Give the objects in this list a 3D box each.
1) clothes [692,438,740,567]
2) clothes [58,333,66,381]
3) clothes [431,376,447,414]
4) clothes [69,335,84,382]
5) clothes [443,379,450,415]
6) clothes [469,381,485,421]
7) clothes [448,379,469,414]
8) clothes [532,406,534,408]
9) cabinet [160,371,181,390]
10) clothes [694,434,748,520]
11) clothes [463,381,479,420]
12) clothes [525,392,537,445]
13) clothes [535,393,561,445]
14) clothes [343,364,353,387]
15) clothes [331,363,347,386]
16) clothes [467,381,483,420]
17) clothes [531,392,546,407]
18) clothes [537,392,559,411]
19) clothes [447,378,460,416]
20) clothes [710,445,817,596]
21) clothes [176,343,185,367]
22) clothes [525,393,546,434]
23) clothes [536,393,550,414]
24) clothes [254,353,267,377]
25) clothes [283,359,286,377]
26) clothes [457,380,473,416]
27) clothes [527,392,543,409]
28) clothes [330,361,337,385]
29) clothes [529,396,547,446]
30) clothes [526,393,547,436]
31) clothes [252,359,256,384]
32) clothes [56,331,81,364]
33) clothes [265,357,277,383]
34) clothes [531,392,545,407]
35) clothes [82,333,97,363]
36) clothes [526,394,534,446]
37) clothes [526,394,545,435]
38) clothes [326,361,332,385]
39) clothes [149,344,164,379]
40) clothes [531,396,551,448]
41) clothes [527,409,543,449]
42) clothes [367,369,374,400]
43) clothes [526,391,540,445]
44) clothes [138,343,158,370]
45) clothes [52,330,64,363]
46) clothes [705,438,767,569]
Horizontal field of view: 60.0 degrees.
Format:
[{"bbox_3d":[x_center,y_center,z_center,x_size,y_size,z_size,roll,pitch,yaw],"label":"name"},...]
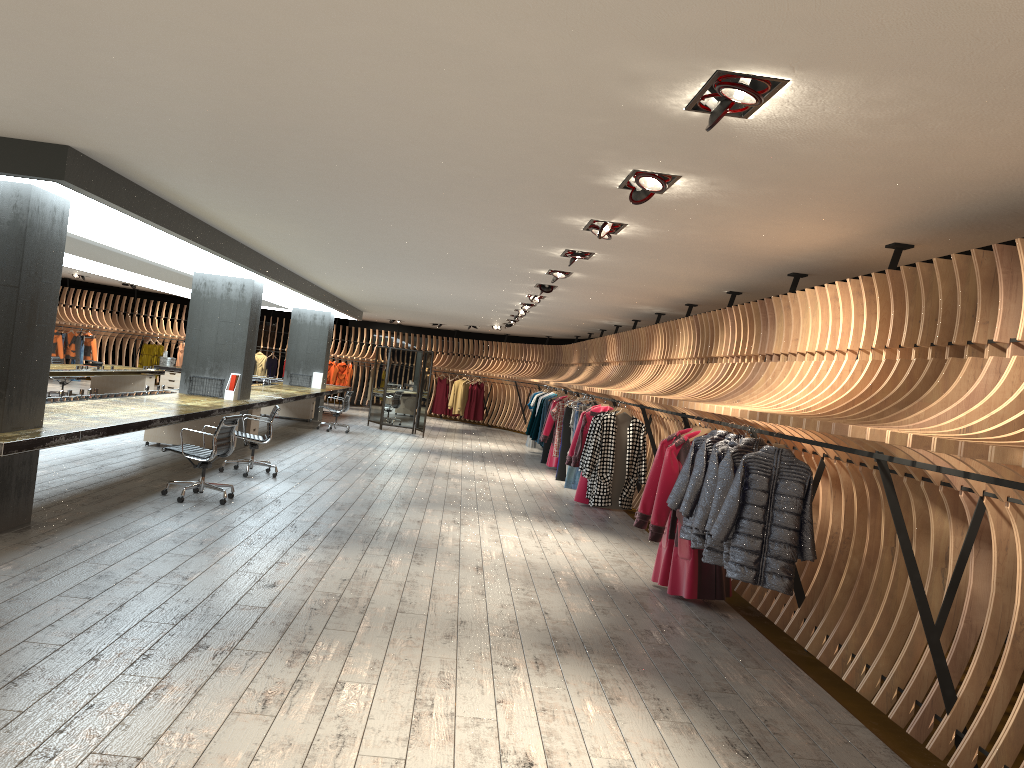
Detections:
[{"bbox_3d":[1.502,0.790,5.820,0.585,0.854,0.211,7,0,24],"label":"clothes"},{"bbox_3d":[-12.029,-0.655,23.522,0.200,1.422,0.309,7,0,-11],"label":"clothes"},{"bbox_3d":[-2.134,0.342,26.573,0.443,1.129,0.127,7,0,-6],"label":"clothes"},{"bbox_3d":[-11.804,-0.634,24.072,0.308,1.422,0.200,7,0,-31],"label":"clothes"},{"bbox_3d":[-1.945,0.366,26.413,0.126,1.129,0.444,7,0,-11],"label":"clothes"},{"bbox_3d":[-0.960,0.495,25.508,0.443,1.129,0.127,7,0,-31],"label":"clothes"},{"bbox_3d":[-1.446,0.390,25.992,0.777,1.053,0.151,7,0,-3],"label":"clothes"},{"bbox_3d":[0.763,0.669,19.509,0.742,0.950,0.168,7,0,-19],"label":"clothes"},{"bbox_3d":[-8.614,0.008,22.872,0.593,0.630,1.132,7,0,-3],"label":"cabinet"},{"bbox_3d":[1.503,0.763,5.996,0.511,0.854,0.227,7,0,17],"label":"clothes"},{"bbox_3d":[-1.133,0.472,25.703,0.443,1.129,0.127,7,0,-31],"label":"clothes"},{"bbox_3d":[0.671,0.898,20.785,0.677,1.434,0.203,7,0,11],"label":"clothes"},{"bbox_3d":[0.880,0.728,17.787,0.714,1.088,0.257,7,0,-7],"label":"clothes"},{"bbox_3d":[-5.120,-0.211,27.685,0.200,0.881,0.840,7,0,-23],"label":"clothes"},{"bbox_3d":[-5.362,-0.241,27.723,0.201,0.881,0.838,7,0,27],"label":"clothes"},{"bbox_3d":[-1.013,0.488,25.585,0.443,1.129,0.127,7,0,-6],"label":"clothes"},{"bbox_3d":[0.760,0.655,19.322,0.734,0.937,0.164,7,0,1],"label":"clothes"},{"bbox_3d":[0.805,0.724,18.349,0.733,1.106,0.165,7,0,-3],"label":"clothes"},{"bbox_3d":[-1.683,0.401,26.196,0.443,1.129,0.127,7,0,-41],"label":"clothes"},{"bbox_3d":[1.521,0.798,5.364,0.683,0.854,0.181,7,0,40],"label":"clothes"},{"bbox_3d":[-9.857,-0.660,26.414,0.447,1.156,0.125,7,0,32],"label":"clothes"},{"bbox_3d":[0.789,0.735,19.166,0.913,1.081,0.238,7,0,-3],"label":"clothes"},{"bbox_3d":[0.852,0.728,18.542,0.733,1.106,0.165,7,0,2],"label":"clothes"},{"bbox_3d":[-7.858,-0.527,27.442,0.705,0.890,0.250,7,0,18],"label":"clothes"},{"bbox_3d":[-7.022,-0.092,27.660,0.552,1.338,0.093,7,0,42],"label":"clothes"},{"bbox_3d":[-1.284,0.411,25.844,0.152,1.053,0.776,7,0,37],"label":"clothes"},{"bbox_3d":[0.698,0.658,19.920,0.738,0.971,0.167,7,0,6],"label":"clothes"},{"bbox_3d":[-5.569,-0.267,27.782,0.201,0.881,0.839,7,0,2],"label":"clothes"},{"bbox_3d":[0.851,0.751,18.017,0.913,1.081,0.238,7,0,2],"label":"clothes"},{"bbox_3d":[0.803,0.738,19.044,0.913,1.081,0.238,7,0,-3],"label":"clothes"},{"bbox_3d":[-8.176,-0.234,27.342,0.539,1.353,0.087,7,0,21],"label":"clothes"},{"bbox_3d":[-11.863,-0.990,23.782,0.840,0.881,0.200,7,0,17],"label":"clothes"},{"bbox_3d":[-7.537,-0.162,27.554,0.087,1.353,0.539,7,0,21],"label":"clothes"},{"bbox_3d":[0.764,0.653,19.780,0.743,0.931,0.158,7,0,1],"label":"clothes"},{"bbox_3d":[-11.656,-0.973,24.319,0.840,0.881,0.200,7,0,27],"label":"clothes"},{"bbox_3d":[0.686,0.902,20.504,0.677,1.434,0.203,7,0,11],"label":"clothes"},{"bbox_3d":[0.801,0.739,18.957,0.913,1.081,0.238,7,0,2],"label":"clothes"},{"bbox_3d":[-5.797,-0.294,27.735,0.201,0.881,0.839,7,0,12],"label":"clothes"},{"bbox_3d":[-10.447,-0.662,25.896,0.665,1.045,0.168,7,0,28],"label":"clothes"},{"bbox_3d":[0.877,0.758,17.662,0.913,1.081,0.238,7,0,-3],"label":"clothes"},{"bbox_3d":[0.692,0.904,20.369,0.677,1.434,0.204,7,0,-19],"label":"clothes"},{"bbox_3d":[-4.344,0.011,27.564,0.096,0.988,0.465,7,0,9],"label":"clothes"},{"bbox_3d":[0.680,0.900,20.645,0.677,1.434,0.204,7,0,-14],"label":"clothes"},{"bbox_3d":[-10.570,-0.676,25.762,0.665,1.045,0.168,7,0,28],"label":"clothes"},{"bbox_3d":[-12.114,-1.018,23.277,0.840,0.881,0.200,7,0,12],"label":"clothes"},{"bbox_3d":[1.527,0.771,5.695,0.530,0.856,0.234,7,0,-4],"label":"clothes"}]
